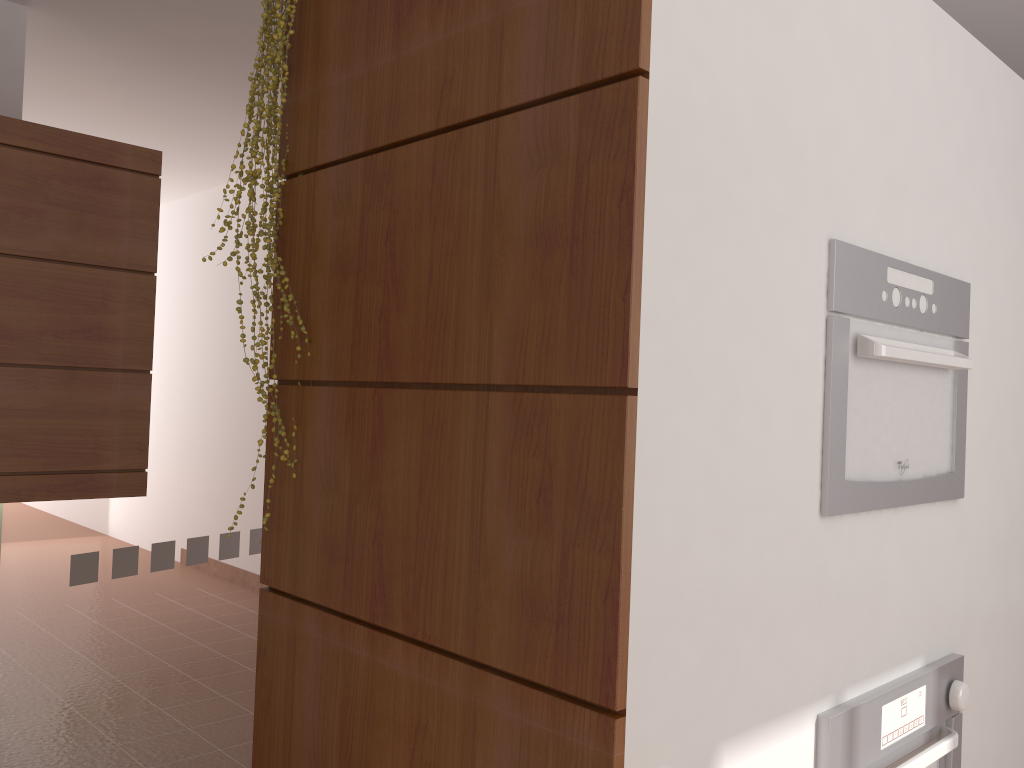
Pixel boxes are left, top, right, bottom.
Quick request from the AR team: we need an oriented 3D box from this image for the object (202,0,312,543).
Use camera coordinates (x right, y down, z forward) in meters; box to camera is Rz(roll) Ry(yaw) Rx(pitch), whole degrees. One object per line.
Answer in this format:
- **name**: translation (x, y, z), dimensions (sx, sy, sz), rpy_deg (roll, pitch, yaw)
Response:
- **object**: translation (-0.428, -0.365, 1.762), dimensions (0.297, 1.344, 0.279), rpy_deg (2, -1, 5)

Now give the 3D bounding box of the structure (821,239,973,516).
- **structure**: translation (0.754, 0.002, 1.649), dimensions (0.614, 0.454, 0.056), rpy_deg (3, -1, -44)

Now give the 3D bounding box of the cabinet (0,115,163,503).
- **cabinet**: translation (-3.198, -0.311, 1.712), dimensions (4.718, 1.200, 0.754), rpy_deg (3, -1, -44)

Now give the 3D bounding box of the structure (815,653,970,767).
- **structure**: translation (0.719, 0.850, 1.640), dimensions (0.596, 0.592, 0.058), rpy_deg (3, -1, -44)
